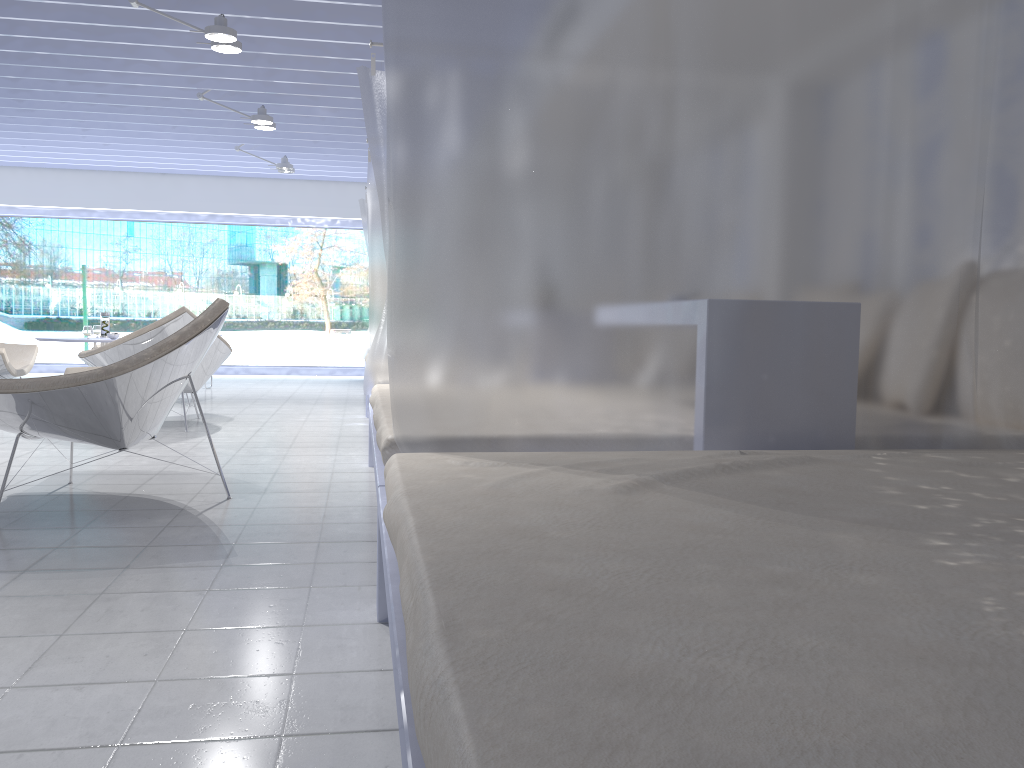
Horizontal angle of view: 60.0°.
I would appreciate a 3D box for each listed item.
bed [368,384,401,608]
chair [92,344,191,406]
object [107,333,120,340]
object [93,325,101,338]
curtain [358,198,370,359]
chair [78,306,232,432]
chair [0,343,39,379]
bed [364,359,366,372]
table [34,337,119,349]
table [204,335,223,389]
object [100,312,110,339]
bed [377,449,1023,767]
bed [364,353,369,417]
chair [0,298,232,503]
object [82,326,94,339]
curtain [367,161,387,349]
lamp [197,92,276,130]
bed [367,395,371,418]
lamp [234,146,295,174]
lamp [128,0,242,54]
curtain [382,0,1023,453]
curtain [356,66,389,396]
[{"bbox_3d":[0.493,0.255,3.304,2.016,0.427,2.200,0,4,-10],"label":"bed"},{"bbox_3d":[-2.851,-0.232,7.293,0.906,0.759,0.753,1,4,1],"label":"chair"},{"bbox_3d":[-2.716,-0.325,6.043,0.082,0.043,0.082,-2,5,-41],"label":"object"},{"bbox_3d":[-3.045,-0.385,6.512,0.068,0.091,0.068,2,4,13],"label":"object"},{"bbox_3d":[-0.468,-1.002,8.672,2.050,1.552,0.151,0,4,-10],"label":"curtain"},{"bbox_3d":[-2.197,-0.112,5.631,0.906,0.759,0.753,-2,5,-40],"label":"chair"},{"bbox_3d":[-3.822,-0.178,6.174,0.753,0.759,0.906,0,4,-14],"label":"chair"},{"bbox_3d":[-0.606,-0.182,9.823,2.022,0.422,2.200,0,4,-10],"label":"bed"},{"bbox_3d":[-2.916,-0.055,6.291,0.825,0.534,0.823,0,4,-19],"label":"table"},{"bbox_3d":[-3.356,-0.236,8.974,0.825,0.534,0.823,4,5,37],"label":"table"},{"bbox_3d":[-2.887,-0.417,6.296,0.075,0.189,0.075,0,4,-18],"label":"object"},{"bbox_3d":[0.865,0.402,1.129,2.016,0.427,2.200,0,4,-10],"label":"bed"},{"bbox_3d":[-0.250,-0.038,7.647,2.016,0.427,2.200,0,4,-10],"label":"bed"},{"bbox_3d":[-1.431,0.051,3.309,0.753,0.759,0.906,1,4,-6],"label":"chair"},{"bbox_3d":[-2.856,-0.347,5.975,0.068,0.091,0.068,2,4,19],"label":"object"},{"bbox_3d":[-0.056,-0.834,6.498,1.998,1.559,0.125,0,4,-11],"label":"curtain"},{"bbox_3d":[-2.184,-2.173,7.027,0.587,0.218,0.380,0,4,-10],"label":"lamp"},{"bbox_3d":[0.137,0.111,5.480,2.022,0.422,2.200,0,4,-10],"label":"bed"},{"bbox_3d":[-2.539,-2.313,9.102,0.587,0.218,0.380,0,4,-10],"label":"lamp"},{"bbox_3d":[-1.833,-2.034,4.971,0.587,0.218,0.380,0,4,-10],"label":"lamp"},{"bbox_3d":[0.687,-0.541,2.152,1.998,1.559,0.125,0,4,-11],"label":"curtain"},{"bbox_3d":[0.274,-0.709,4.327,2.050,1.552,0.151,0,4,-10],"label":"curtain"}]
